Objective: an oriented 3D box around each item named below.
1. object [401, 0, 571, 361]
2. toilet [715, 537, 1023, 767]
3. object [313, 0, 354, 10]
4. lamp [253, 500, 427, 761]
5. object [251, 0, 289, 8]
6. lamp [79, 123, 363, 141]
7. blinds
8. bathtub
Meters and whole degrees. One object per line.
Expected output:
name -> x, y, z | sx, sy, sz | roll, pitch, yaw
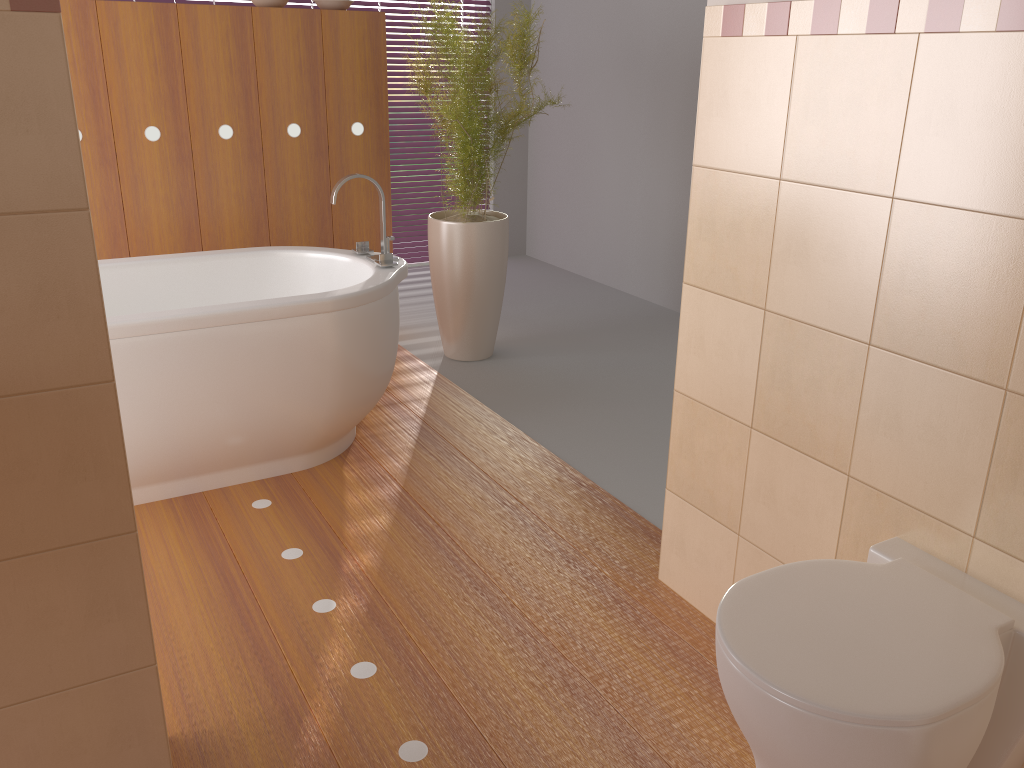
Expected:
object -> -0.088, -0.866, 3.830 | 0.683, 1.557, 1.335 | 2, 20, 3
toilet -> 0.565, 0.551, 1.446 | 0.534, 0.400, 0.375 | -10, 23, -28
object -> -0.757, -1.605, 3.767 | 0.173, 0.046, 0.173 | -10, 23, -28
lamp -> -1.432, 1.044, 0.817 | 3.173, 0.001, 2.893 | -10, 23, -28
object -> -0.995, -1.562, 3.641 | 0.173, 0.046, 0.173 | -10, 23, -28
lamp -> -1.157, -1.019, 3.586 | 1.169, 0.052, 0.001 | -10, 23, -28
blinds -> -2.200, -1.468, 4.643 | 4.712, 2.022, 0.032 | -10, 23, -28
bathtub -> -1.213, -0.182, 2.867 | 1.874, 0.900, 0.888 | -10, 23, -27
